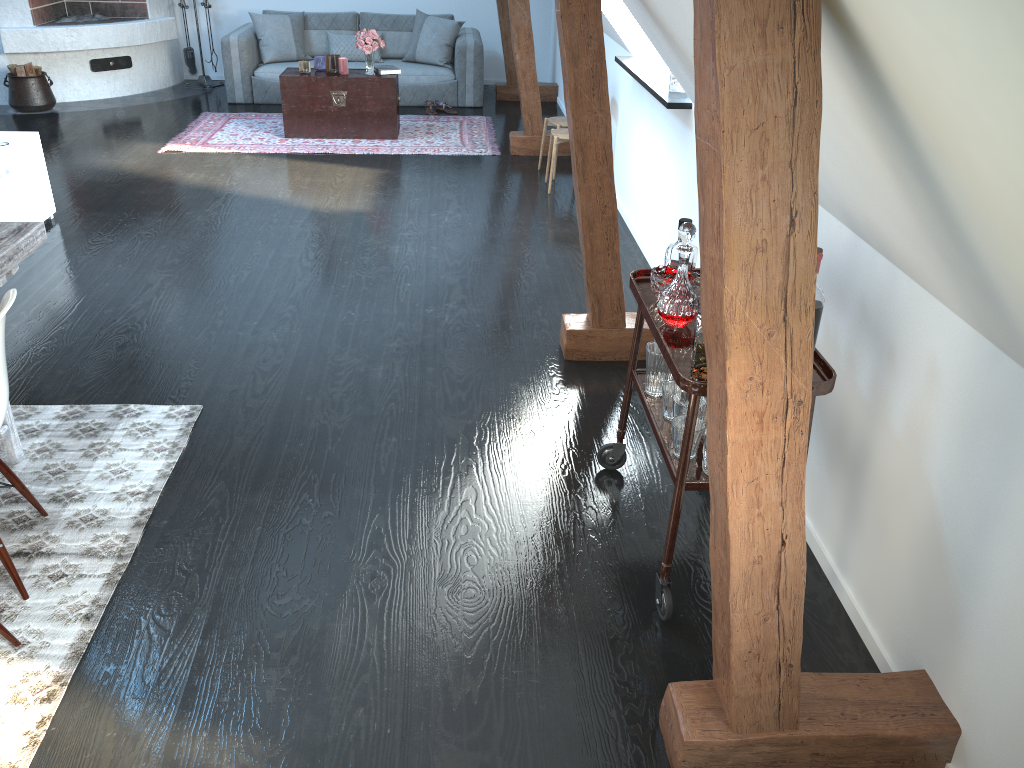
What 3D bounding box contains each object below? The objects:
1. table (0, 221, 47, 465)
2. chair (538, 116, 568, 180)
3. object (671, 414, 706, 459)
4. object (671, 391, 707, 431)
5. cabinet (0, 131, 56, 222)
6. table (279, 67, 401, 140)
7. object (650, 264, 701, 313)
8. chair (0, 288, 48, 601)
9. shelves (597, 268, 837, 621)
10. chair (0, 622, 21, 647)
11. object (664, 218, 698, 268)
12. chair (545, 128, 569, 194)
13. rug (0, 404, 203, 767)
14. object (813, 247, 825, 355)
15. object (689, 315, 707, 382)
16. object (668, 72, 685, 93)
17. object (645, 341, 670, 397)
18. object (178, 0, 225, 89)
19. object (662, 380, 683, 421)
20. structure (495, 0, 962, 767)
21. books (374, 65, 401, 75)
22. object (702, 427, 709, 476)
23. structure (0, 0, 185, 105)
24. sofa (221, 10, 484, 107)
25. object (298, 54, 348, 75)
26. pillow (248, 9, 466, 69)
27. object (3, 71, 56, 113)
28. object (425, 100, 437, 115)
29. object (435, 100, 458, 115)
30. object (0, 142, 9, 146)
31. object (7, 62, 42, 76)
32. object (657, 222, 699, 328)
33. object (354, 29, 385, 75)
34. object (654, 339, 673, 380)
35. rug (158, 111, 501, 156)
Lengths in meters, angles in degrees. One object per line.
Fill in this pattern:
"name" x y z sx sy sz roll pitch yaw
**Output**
"table" -2.008 0.388 1.947 1.141 0.788 2.421 0 28 -4
"chair" 0.412 -1.862 6.376 0.342 0.696 0.329 -9 30 -19
"object" 0.475 0.149 2.418 0.092 0.099 0.092 -12 31 -24
"object" 0.493 0.094 2.499 0.095 0.119 0.095 -22 36 -37
"cabinet" -2.975 -0.967 4.712 0.623 0.507 1.069 0 28 -4
"table" -1.407 -2.323 7.344 0.962 0.492 0.471 0 28 -4
"object" 0.513 -0.270 2.556 0.245 0.092 0.151 14 31 21
"chair" -1.535 0.168 2.371 0.542 0.801 0.465 -7 30 -16
"shelves" 0.571 0.146 2.609 0.438 0.732 0.803 -2 28 -8
"chair" -1.411 0.413 1.921 0.542 0.801 0.465 0 28 -3
"object" 0.511 -0.395 2.667 0.087 0.206 0.087 12 30 18
"chair" 0.419 -1.671 6.020 0.342 0.696 0.329 0 28 -3
"rug" -2.032 0.719 2.146 1.898 0.022 2.677 0 28 -4
"object" 0.728 -0.190 2.195 0.081 0.308 0.081 -4 29 -11
"object" 0.493 -0.118 2.145 0.101 0.211 0.101 7 29 9
"object" 0.773 -1.630 4.203 0.309 0.461 0.131 8 29 12
"object" 0.447 -0.043 2.715 0.087 0.155 0.087 -15 32 -28
"object" -3.174 -3.652 8.936 0.376 1.245 0.376 -10 31 -21
"object" 0.480 0.052 2.598 0.092 0.099 0.092 -12 31 -24
"structure" 0.593 -0.863 3.219 1.023 1.963 12.350 0 28 -4
"books" -1.039 -2.596 7.326 0.179 0.034 0.243 -11 31 -23
"object" 0.547 0.181 2.340 0.095 0.119 0.095 -22 36 -37
"structure" -4.808 -5.259 8.191 3.058 4.752 3.049 4 28 4
"sofa" -1.518 -3.255 8.787 2.458 0.770 1.107 0 28 -4
"object" -1.515 -2.612 7.222 0.413 0.138 0.215 5 28 6
"pillow" -1.487 -3.365 8.620 2.075 0.515 0.444 0 28 -4
"object" -4.293 -2.605 7.905 0.384 0.313 0.384 12 30 19
"object" -0.766 -2.589 8.303 0.101 0.090 0.277 -6 29 -14
"object" -0.611 -2.606 8.343 0.277 0.090 0.101 25 36 36
"object" -2.975 -1.276 4.583 0.558 0.162 0.742 -2 28 -6
"object" -4.302 -2.670 7.849 0.240 0.370 0.270 -1 28 -5
"object" 0.458 -0.294 2.388 0.114 0.292 0.114 -15 33 -28
"object" -1.156 -2.694 7.168 0.234 0.351 0.235 -23 37 -38
"object" 0.484 -0.086 2.797 0.087 0.155 0.087 -15 32 -28
"rug" -1.444 -2.122 7.474 2.647 0.029 1.512 0 28 -4
